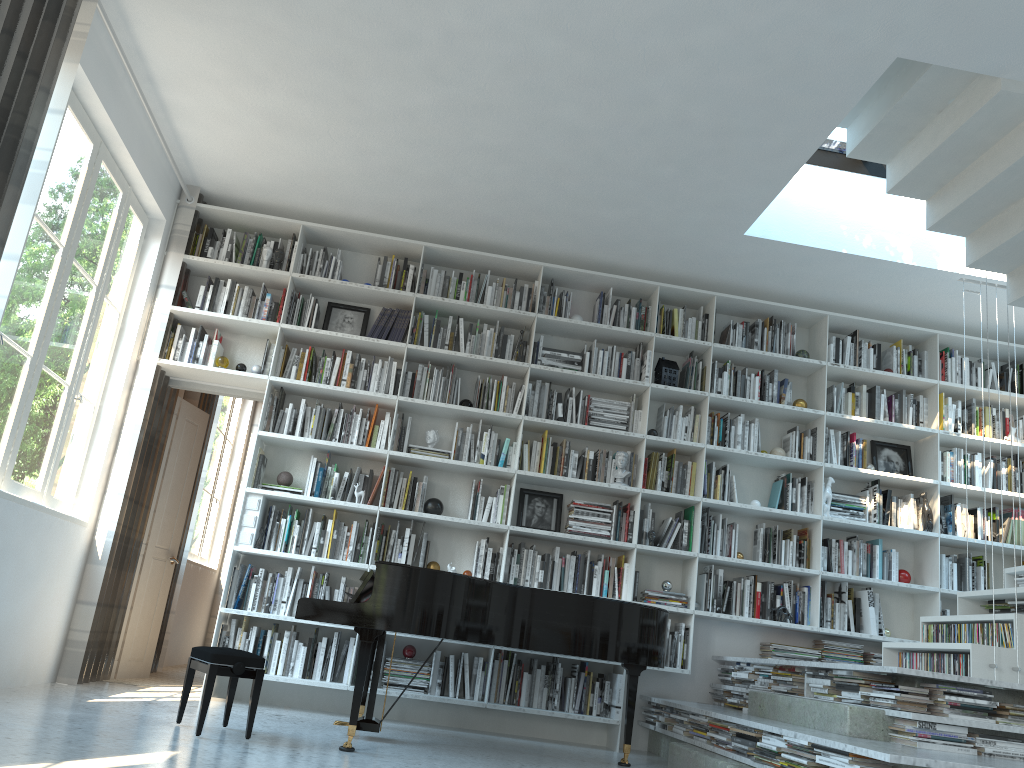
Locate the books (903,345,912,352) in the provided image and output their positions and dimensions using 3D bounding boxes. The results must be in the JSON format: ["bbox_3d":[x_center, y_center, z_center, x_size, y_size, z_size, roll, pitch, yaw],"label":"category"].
[{"bbox_3d":[2.927,-0.129,6.591,0.020,0.298,0.131,9,-16,-5],"label":"books"}]

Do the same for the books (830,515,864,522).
[{"bbox_3d":[2.300,0.954,6.208,0.254,0.012,0.161,10,-17,-9],"label":"books"}]

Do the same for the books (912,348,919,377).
[{"bbox_3d":[2.975,-0.110,6.597,0.025,0.278,0.136,9,-16,-5],"label":"books"}]

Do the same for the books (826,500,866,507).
[{"bbox_3d":[2.317,0.852,6.243,0.285,0.012,0.160,8,-17,-3],"label":"books"}]

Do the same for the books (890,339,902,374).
[{"bbox_3d":[2.846,-0.156,6.575,0.007,0.319,0.166,9,-16,-5],"label":"books"}]

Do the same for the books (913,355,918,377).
[{"bbox_3d":[2.946,-0.086,6.568,0.029,0.209,0.170,9,-16,-5],"label":"books"}]

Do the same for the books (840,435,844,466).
[{"bbox_3d":[2.331,0.507,6.355,0.043,0.268,0.131,9,-16,-5],"label":"books"}]

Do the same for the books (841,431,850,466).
[{"bbox_3d":[2.362,0.496,6.337,0.012,0.286,0.177,9,-16,-5],"label":"books"}]

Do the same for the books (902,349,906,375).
[{"bbox_3d":[2.866,-0.118,6.566,0.031,0.248,0.165,9,-16,-5],"label":"books"}]

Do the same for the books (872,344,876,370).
[{"bbox_3d":[2.647,-0.150,6.564,0.012,0.253,0.161,9,-16,-5],"label":"books"}]

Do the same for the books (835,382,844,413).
[{"bbox_3d":[2.342,0.141,6.435,0.051,0.281,0.167,9,-16,-5],"label":"books"}]

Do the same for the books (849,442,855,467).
[{"bbox_3d":[2.390,0.535,6.316,0.013,0.206,0.190,9,-16,-5],"label":"books"}]

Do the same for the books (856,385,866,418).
[{"bbox_3d":[2.522,0.164,6.444,0.026,0.287,0.156,9,-16,-5],"label":"books"}]

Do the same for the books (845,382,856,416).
[{"bbox_3d":[2.450,0.151,6.445,0.011,0.295,0.163,9,-16,-5],"label":"books"}]

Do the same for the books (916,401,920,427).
[{"bbox_3d":[2.927,0.258,6.482,0.022,0.233,0.159,9,-16,-5],"label":"books"}]

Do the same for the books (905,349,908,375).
[{"bbox_3d":[2.888,-0.114,6.584,0.017,0.256,0.147,9,-16,-5],"label":"books"}]

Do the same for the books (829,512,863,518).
[{"bbox_3d":[2.303,0.931,6.215,0.254,0.012,0.161,8,-17,-1],"label":"books"}]

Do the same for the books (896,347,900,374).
[{"bbox_3d":[2.814,-0.127,6.564,0.016,0.251,0.189,9,-16,-5],"label":"books"}]

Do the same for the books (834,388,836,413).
[{"bbox_3d":[2.308,0.157,6.426,0.013,0.236,0.142,9,-16,-5],"label":"books"}]

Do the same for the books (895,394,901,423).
[{"bbox_3d":[2.783,0.219,6.468,0.023,0.263,0.156,9,-16,-5],"label":"books"}]

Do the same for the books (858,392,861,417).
[{"bbox_3d":[2.491,0.190,6.454,0.024,0.235,0.147,9,-16,-5],"label":"books"}]

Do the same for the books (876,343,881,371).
[{"bbox_3d":[2.670,-0.152,6.554,0.030,0.257,0.165,9,-16,-5],"label":"books"}]

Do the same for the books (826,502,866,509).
[{"bbox_3d":[2.315,0.863,6.237,0.285,0.012,0.160,10,-17,-8],"label":"books"}]

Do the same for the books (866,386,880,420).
[{"bbox_3d":[2.578,0.172,6.405,0.032,0.264,0.246,9,-16,-5],"label":"books"}]

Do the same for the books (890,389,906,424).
[{"bbox_3d":[2.809,0.204,6.461,0.022,0.293,0.181,9,-16,-5],"label":"books"}]

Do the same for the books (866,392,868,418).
[{"bbox_3d":[2.542,0.194,6.448,0.025,0.237,0.143,9,-16,-5],"label":"books"}]

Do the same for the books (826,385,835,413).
[{"bbox_3d":[2.296,0.148,6.430,0.012,0.253,0.161,9,-16,-5],"label":"books"}]

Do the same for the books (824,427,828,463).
[{"bbox_3d":[2.215,0.469,6.336,0.015,0.300,0.141,9,-16,-5],"label":"books"}]

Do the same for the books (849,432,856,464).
[{"bbox_3d":[2.407,0.504,6.339,0.014,0.284,0.176,9,-16,-5],"label":"books"}]

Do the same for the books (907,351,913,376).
[{"bbox_3d":[2.907,-0.107,6.562,0.018,0.234,0.187,9,-16,-5],"label":"books"}]

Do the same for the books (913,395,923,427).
[{"bbox_3d":[2.954,0.237,6.487,0.026,0.283,0.147,9,-16,-5],"label":"books"}]

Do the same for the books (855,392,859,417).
[{"bbox_3d":[2.466,0.188,6.437,0.030,0.223,0.158,9,-16,-5],"label":"books"}]

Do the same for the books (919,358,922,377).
[{"bbox_3d":[2.997,-0.072,6.595,0.031,0.210,0.132,9,-16,-5],"label":"books"}]

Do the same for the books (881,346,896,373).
[{"bbox_3d":[2.782,-0.137,6.553,0.019,0.255,0.169,9,-16,-5],"label":"books"}]

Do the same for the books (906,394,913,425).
[{"bbox_3d":[2.860,0.224,6.465,0.036,0.271,0.177,9,-16,-5],"label":"books"}]

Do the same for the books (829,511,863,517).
[{"bbox_3d":[2.304,0.921,6.222,0.254,0.012,0.161,8,-17,-3],"label":"books"}]

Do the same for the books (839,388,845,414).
[{"bbox_3d":[2.377,0.164,6.442,0.026,0.250,0.131,9,-16,-5],"label":"books"}]

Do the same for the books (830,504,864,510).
[{"bbox_3d":[2.314,0.873,6.230,0.254,0.012,0.161,8,-17,0],"label":"books"}]

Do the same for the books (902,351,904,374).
[{"bbox_3d":[2.848,-0.112,6.555,0.007,0.225,0.170,9,-16,-5],"label":"books"}]

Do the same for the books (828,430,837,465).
[{"bbox_3d":[2.265,0.482,6.336,0.065,0.288,0.146,9,-16,-5],"label":"books"}]

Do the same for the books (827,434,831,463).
[{"bbox_3d":[2.226,0.494,6.321,0.011,0.247,0.156,9,-16,-5],"label":"books"}]

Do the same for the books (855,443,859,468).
[{"bbox_3d":[2.425,0.543,6.335,0.033,0.212,0.153,9,-16,-5],"label":"books"}]

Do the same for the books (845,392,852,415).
[{"bbox_3d":[2.403,0.182,6.417,0.025,0.207,0.176,9,-16,-5],"label":"books"}]

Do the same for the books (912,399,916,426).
[{"bbox_3d":[2.890,0.246,6.470,0.030,0.240,0.162,9,-16,-5],"label":"books"}]

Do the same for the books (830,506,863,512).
[{"bbox_3d":[2.309,0.888,6.237,0.254,0.012,0.161,9,-17,-5],"label":"books"}]

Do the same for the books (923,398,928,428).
[{"bbox_3d":[2.981,0.250,6.485,0.031,0.264,0.170,9,-16,-5],"label":"books"}]

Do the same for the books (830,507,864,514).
[{"bbox_3d":[2.309,0.896,6.223,0.254,0.012,0.161,11,-17,-10],"label":"books"}]

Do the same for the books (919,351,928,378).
[{"bbox_3d":[3.031,-0.098,6.584,0.026,0.262,0.163,9,-16,-5],"label":"books"}]

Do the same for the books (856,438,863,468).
[{"bbox_3d":[2.454,0.527,6.342,0.021,0.252,0.167,9,-16,-5],"label":"books"}]

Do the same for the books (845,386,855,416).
[{"bbox_3d":[2.431,0.162,6.431,0.026,0.260,0.168,9,-16,-5],"label":"books"}]

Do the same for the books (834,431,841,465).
[{"bbox_3d":[2.306,0.492,6.345,0.012,0.284,0.160,9,-16,-5],"label":"books"}]

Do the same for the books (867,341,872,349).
[{"bbox_3d":[2.619,-0.166,6.568,0.012,0.278,0.153,9,-16,-5],"label":"books"}]

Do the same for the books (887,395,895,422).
[{"bbox_3d":[2.722,0.216,6.444,0.014,0.239,0.190,9,-16,-5],"label":"books"}]

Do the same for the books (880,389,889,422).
[{"bbox_3d":[2.691,0.197,6.470,0.048,0.282,0.163,9,-16,-5],"label":"books"}]

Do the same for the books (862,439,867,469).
[{"bbox_3d":[2.478,0.533,6.333,0.026,0.243,0.178,9,-16,-5],"label":"books"}]

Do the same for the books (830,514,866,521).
[{"bbox_3d":[2.302,0.942,6.209,0.285,0.012,0.160,8,-17,0],"label":"books"}]

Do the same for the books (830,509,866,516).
[{"bbox_3d":[2.307,0.910,6.226,0.285,0.012,0.160,10,-17,-7],"label":"books"}]

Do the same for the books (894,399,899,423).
[{"bbox_3d":[2.755,0.234,6.451,0.031,0.217,0.166,9,-16,-5],"label":"books"}]

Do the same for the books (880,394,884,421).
[{"bbox_3d":[2.637,0.206,6.432,0.030,0.229,0.187,9,-16,-5],"label":"books"}]
